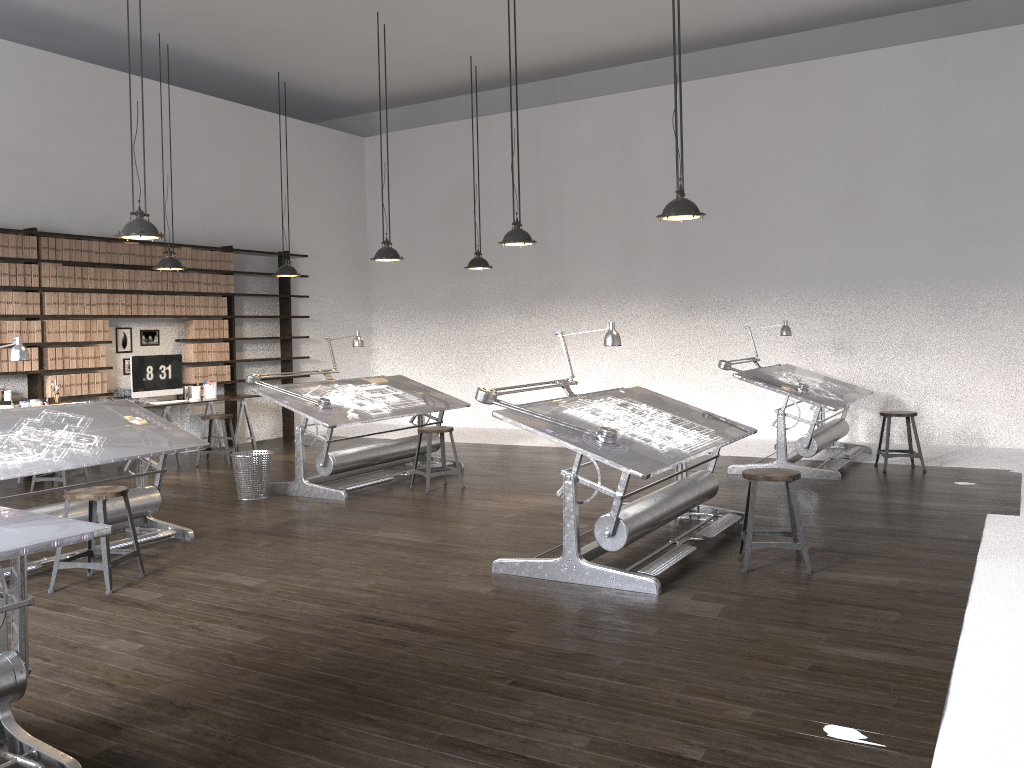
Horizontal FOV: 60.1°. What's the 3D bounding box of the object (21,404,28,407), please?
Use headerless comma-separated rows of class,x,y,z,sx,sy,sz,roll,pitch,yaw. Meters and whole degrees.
object,-4.627,0.241,8.413,0.062,0.094,0.062,-2,1,-10

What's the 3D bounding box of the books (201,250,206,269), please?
books,-3.715,-1.469,10.513,0.174,0.225,0.067,-1,1,30

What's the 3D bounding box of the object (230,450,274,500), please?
object,-2.167,0.765,7.403,0.353,0.377,0.353,-3,2,-38

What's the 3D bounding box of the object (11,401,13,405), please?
object,-4.752,0.224,8.436,0.004,0.133,0.029,-1,1,35

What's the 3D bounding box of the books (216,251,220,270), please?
books,-3.611,-1.482,10.693,0.174,0.225,0.067,-1,1,30

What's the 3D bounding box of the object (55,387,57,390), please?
object,-4.459,0.104,8.664,0.008,0.153,0.038,-1,1,-10

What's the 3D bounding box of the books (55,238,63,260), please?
books,-4.630,-1.354,8.954,0.174,0.225,0.067,-1,1,30

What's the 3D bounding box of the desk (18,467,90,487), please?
desk,-4.685,0.650,8.031,0.655,0.669,1.671,0,3,30

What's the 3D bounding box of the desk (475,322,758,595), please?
desk,0.701,0.306,5.447,1.076,1.386,2.072,-1,3,30

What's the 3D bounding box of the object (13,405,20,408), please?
object,-4.693,0.245,8.387,0.062,0.093,0.063,-2,1,-19

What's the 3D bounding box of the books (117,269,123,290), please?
books,-4.275,-1.121,9.546,0.174,0.225,0.067,-1,1,30

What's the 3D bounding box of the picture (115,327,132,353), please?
picture,-4.301,-0.485,9.810,0.022,0.284,0.201,-1,1,30

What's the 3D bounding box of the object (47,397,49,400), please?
object,-4.520,0.201,8.613,0.005,0.147,0.033,-1,1,30

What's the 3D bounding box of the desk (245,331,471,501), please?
desk,-1.387,0.196,8.189,1.076,1.386,2.072,-1,3,30

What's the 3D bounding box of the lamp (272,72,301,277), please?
lamp,-2.530,-2.326,9.838,0.311,2.252,0.312,-2,1,-35

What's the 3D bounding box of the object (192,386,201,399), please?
object,-3.575,0.102,10.032,0.094,0.144,0.094,-2,2,-34

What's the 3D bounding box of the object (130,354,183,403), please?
object,-3.891,-0.056,9.662,0.204,0.517,0.644,-1,2,30

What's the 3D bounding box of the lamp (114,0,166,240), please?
lamp,-2.483,-2.092,5.841,0.311,2.252,0.312,-2,1,-39

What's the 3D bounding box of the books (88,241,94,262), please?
books,-4.453,-1.377,9.253,0.174,0.225,0.067,-1,1,30

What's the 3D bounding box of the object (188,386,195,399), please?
object,-3.651,0.100,10.108,0.097,0.143,0.096,-3,2,-43

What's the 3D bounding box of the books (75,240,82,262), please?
books,-4.522,-1.368,9.138,0.174,0.225,0.067,-1,1,30

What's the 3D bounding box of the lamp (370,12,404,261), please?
lamp,-1.168,-2.257,8.089,0.311,2.252,0.312,-2,1,-35

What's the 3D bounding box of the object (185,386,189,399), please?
object,-3.713,0.096,10.190,0.094,0.144,0.094,-3,2,-43

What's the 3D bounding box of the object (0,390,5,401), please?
object,-4.895,0.111,8.516,0.045,0.102,0.044,-1,1,22

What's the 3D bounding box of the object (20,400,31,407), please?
object,-4.677,0.224,8.514,0.094,0.128,0.095,-1,2,27

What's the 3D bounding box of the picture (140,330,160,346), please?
picture,-4.132,-0.527,10.097,0.023,0.183,0.251,-1,2,30

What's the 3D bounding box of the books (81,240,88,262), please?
books,-4.483,-1.372,9.193,0.174,0.226,0.067,-1,1,30

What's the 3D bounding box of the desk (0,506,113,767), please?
desk,-2.038,0.648,2.472,1.171,1.188,1.271,0,2,30

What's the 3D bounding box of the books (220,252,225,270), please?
books,-3.574,-1.487,10.758,0.174,0.225,0.067,-1,1,30

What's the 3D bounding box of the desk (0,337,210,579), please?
desk,-3.079,0.408,5.295,1.076,1.385,2.283,-1,3,30

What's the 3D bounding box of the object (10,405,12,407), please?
object,-4.758,0.247,8.372,0.062,0.094,0.062,-2,1,-19

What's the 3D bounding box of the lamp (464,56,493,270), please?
lamp,-0.384,-2.356,9.431,0.312,2.252,0.311,-1,0,10

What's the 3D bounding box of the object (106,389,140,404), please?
object,-4.120,0.143,9.384,0.203,0.161,0.284,0,3,23

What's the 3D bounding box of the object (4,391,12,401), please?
object,-4.811,0.113,8.451,0.062,0.095,0.062,-2,1,-28

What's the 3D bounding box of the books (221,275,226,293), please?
books,-3.562,-1.210,10.759,0.174,0.226,0.067,-1,1,30

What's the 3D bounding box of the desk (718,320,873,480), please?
desk,2.761,0.071,8.553,1.076,1.386,2.072,-1,3,30

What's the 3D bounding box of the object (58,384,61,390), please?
object,-4.459,0.090,8.674,0.071,0.186,0.008,-2,0,-17

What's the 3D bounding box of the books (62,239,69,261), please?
books,-4.590,-1.359,9.013,0.174,0.225,0.067,-1,1,30

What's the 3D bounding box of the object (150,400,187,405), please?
object,-3.675,0.197,9.522,0.118,0.017,0.439,0,4,26

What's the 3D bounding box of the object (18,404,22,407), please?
object,-4.681,0.241,8.444,0.044,0.101,0.045,-1,1,31

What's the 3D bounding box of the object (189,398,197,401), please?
object,-3.530,0.169,9.798,0.106,0.028,0.059,0,3,27

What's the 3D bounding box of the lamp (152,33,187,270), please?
lamp,-3.314,-2.228,8.496,0.311,2.252,0.312,-2,1,-35

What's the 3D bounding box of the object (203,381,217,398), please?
object,-3.464,0.072,10.164,0.145,0.196,0.144,-1,1,3

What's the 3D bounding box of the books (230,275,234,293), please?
books,-3.499,-1.218,10.873,0.174,0.225,0.067,-1,1,30

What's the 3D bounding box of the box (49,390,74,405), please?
box,-4.433,0.163,8.694,0.137,0.207,0.212,-1,2,31

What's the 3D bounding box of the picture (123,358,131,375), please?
picture,-4.239,-0.199,9.904,0.023,0.183,0.251,-1,2,30

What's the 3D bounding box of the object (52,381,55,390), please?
object,-4.470,0.080,8.660,0.007,0.214,0.055,-1,1,37

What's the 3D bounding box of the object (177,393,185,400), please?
object,-3.754,0.109,10.034,0.092,0.142,0.097,-1,1,10

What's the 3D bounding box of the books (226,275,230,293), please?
books,-3.532,-1.214,10.819,0.174,0.225,0.067,-1,1,30

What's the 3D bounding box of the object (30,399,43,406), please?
object,-4.561,0.216,8.501,0.104,0.141,0.105,0,2,38

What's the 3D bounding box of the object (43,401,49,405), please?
object,-4.493,0.226,8.539,0.049,0.112,0.049,-1,1,34

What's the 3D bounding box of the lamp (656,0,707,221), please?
lamp,1.025,-2.159,5.508,0.312,2.252,0.311,-1,0,10

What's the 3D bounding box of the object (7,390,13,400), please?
object,-4.837,0.110,8.513,0.063,0.094,0.062,-2,1,-28

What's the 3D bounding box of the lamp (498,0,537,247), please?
lamp,0.016,-2.211,6.917,0.311,2.265,0.312,-2,1,-35

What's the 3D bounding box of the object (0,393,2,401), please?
object,-4.898,0.125,8.453,0.054,0.081,0.054,-1,1,21

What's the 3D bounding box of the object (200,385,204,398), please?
object,-3.564,0.095,10.127,0.068,0.155,0.068,-1,1,7

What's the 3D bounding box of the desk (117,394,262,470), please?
desk,-3.604,0.514,9.879,0.655,0.669,1.671,0,3,30

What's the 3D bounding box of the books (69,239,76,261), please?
books,-4.558,-1.363,9.077,0.174,0.225,0.067,-1,1,30

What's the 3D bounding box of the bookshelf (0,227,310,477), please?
bookshelf,-5.192,0.106,8.106,0.373,3.204,9.192,-1,3,30
